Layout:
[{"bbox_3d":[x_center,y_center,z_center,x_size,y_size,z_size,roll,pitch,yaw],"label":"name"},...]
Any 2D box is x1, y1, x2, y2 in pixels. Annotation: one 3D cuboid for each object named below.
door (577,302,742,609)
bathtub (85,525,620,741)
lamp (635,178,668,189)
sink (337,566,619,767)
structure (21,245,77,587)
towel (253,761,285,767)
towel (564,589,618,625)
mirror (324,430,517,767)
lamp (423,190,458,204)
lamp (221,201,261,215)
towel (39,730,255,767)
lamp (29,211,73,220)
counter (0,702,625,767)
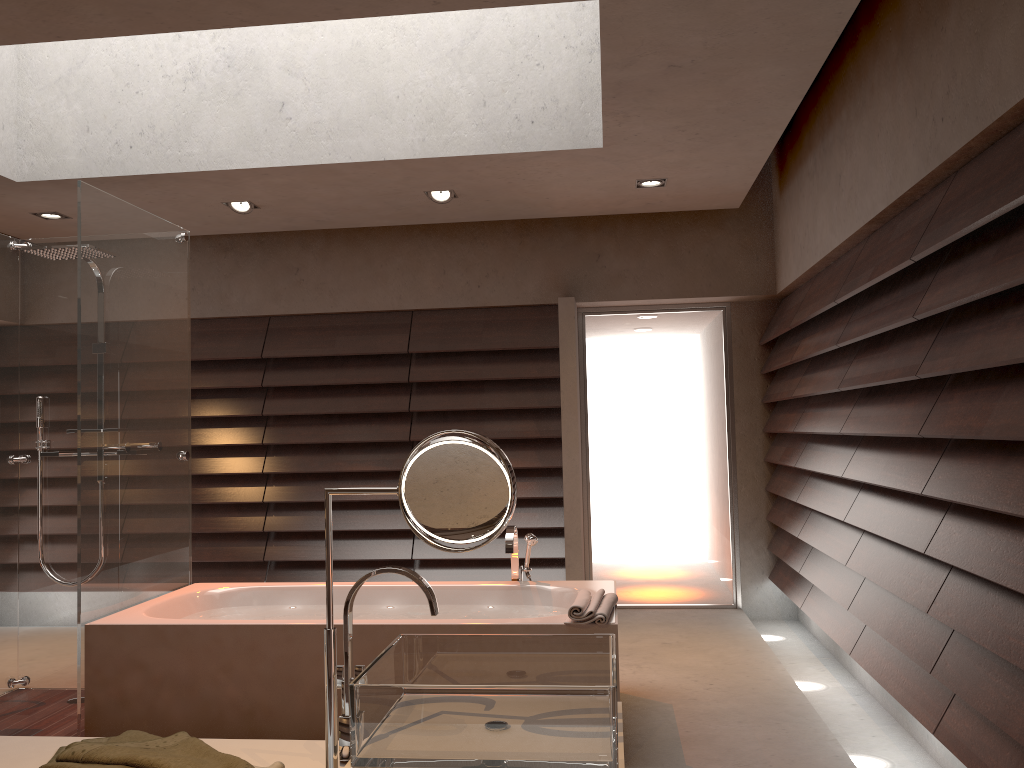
[{"bbox_3d":[0.968,0.475,5.888,1.007,2.000,0.090,-2,-3,6],"label":"door"},{"bbox_3d":[-0.563,1.022,3.727,2.000,0.761,0.994,-2,-3,6],"label":"bathtub"},{"bbox_3d":[0.747,-1.101,4.770,0.165,0.051,0.170,-2,-3,6],"label":"lamp"},{"bbox_3d":[-0.067,0.488,1.505,0.486,0.357,0.340,-2,-3,6],"label":"sink"},{"bbox_3d":[-2.066,0.178,4.129,0.575,1.578,0.385,-2,-3,6],"label":"structure"},{"bbox_3d":[-0.604,0.668,1.524,0.394,0.027,0.202,-3,-3,26],"label":"towel"},{"bbox_3d":[0.299,0.824,3.310,0.159,0.068,0.396,-2,-3,12],"label":"towel"},{"bbox_3d":[-0.143,0.366,1.342,0.316,0.589,0.074,-2,-3,9],"label":"mirror"},{"bbox_3d":[-0.392,-1.060,4.894,0.165,0.110,0.170,-2,-3,6],"label":"lamp"},{"bbox_3d":[-1.534,-1.025,5.019,0.165,0.110,0.170,-2,-3,6],"label":"lamp"},{"bbox_3d":[-0.641,0.653,1.526,0.258,0.057,0.571,1,-4,-42],"label":"towel"},{"bbox_3d":[-2.673,-0.997,5.143,0.165,0.051,0.170,-2,-3,6],"label":"lamp"},{"bbox_3d":[-1.263,0.968,1.613,2.931,0.686,0.350,-2,-3,6],"label":"counter"}]
